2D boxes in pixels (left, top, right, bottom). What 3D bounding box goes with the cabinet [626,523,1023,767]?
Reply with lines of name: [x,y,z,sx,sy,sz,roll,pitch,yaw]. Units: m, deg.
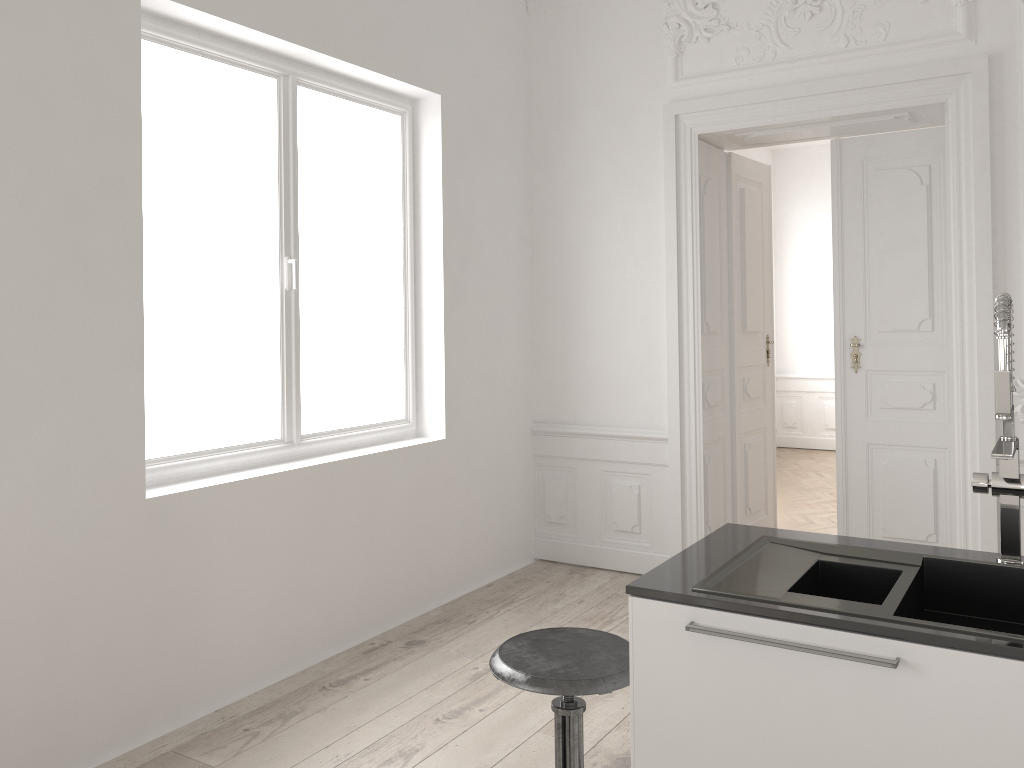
cabinet: [0.893,0.926,0.506,2.461,0.881,2.711,1,4,32]

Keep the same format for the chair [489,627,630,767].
chair: [0.146,0.969,2.247,0.402,0.578,0.402,-1,1,6]

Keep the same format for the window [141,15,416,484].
window: [-0.946,-0.550,3.888,0.070,1.740,1.728,-1,1,32]

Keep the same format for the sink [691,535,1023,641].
sink: [0.976,0.469,1.637,1.165,0.140,0.486,2,4,32]

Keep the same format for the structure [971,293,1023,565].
structure: [1.010,0.101,1.824,0.130,0.582,0.280,-1,0,32]
